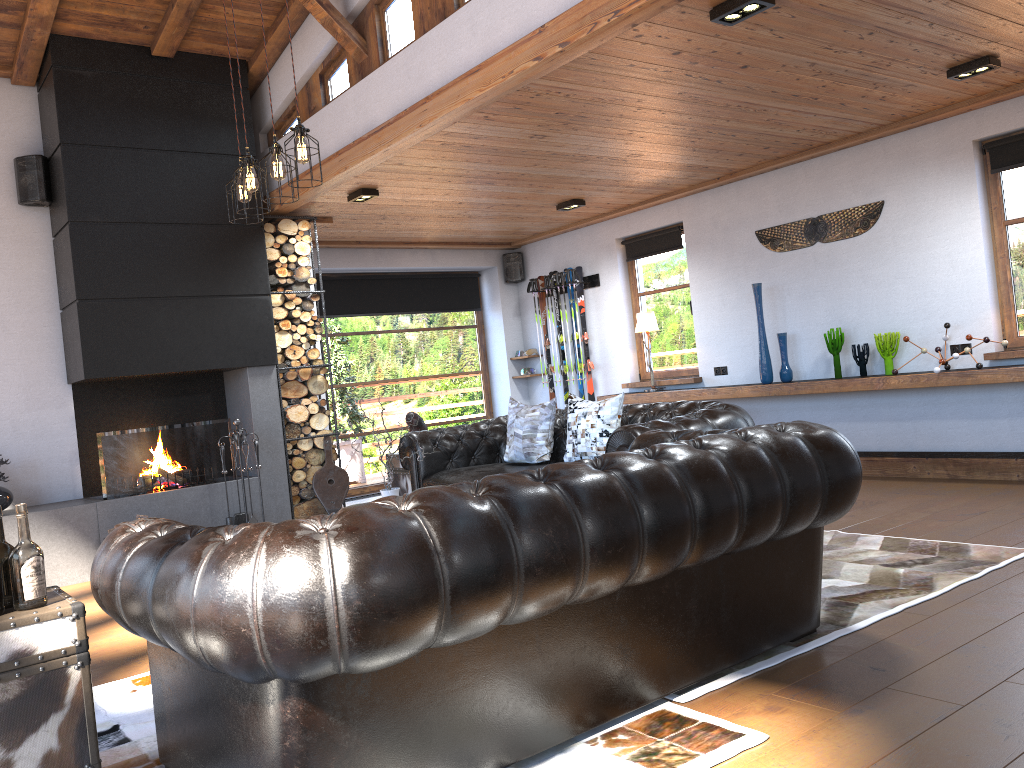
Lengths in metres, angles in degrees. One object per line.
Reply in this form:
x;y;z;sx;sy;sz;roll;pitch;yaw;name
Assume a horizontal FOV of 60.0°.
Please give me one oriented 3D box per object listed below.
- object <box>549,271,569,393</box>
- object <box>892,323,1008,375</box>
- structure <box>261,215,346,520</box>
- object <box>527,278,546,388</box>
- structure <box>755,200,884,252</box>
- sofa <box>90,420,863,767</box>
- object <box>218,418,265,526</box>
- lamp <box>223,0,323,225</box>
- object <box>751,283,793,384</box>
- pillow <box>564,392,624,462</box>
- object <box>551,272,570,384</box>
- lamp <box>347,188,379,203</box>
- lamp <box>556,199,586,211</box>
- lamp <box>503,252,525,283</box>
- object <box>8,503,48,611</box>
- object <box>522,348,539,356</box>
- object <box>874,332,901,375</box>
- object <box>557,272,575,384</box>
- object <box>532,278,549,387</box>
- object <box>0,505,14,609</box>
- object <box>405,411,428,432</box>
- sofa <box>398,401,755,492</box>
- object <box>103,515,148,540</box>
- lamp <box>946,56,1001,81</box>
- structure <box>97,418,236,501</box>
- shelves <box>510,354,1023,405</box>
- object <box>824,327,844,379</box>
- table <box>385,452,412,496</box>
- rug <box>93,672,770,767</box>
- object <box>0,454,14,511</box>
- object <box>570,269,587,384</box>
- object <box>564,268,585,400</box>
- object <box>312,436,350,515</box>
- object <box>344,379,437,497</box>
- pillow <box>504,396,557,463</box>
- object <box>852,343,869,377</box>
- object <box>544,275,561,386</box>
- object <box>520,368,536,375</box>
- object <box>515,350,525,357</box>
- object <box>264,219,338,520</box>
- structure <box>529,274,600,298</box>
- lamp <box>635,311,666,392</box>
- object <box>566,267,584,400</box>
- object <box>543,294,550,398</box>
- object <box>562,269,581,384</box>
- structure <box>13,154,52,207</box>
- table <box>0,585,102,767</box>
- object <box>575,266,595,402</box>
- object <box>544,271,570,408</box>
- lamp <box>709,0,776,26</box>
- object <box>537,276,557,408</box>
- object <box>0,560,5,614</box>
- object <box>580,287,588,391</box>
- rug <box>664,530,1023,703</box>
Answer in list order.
0.536;-0.466;10.023;0.113;1.622;0.072;-6;0;-37;object
3.144;-0.269;6.414;0.524;0.349;0.643;-6;0;-10;object
-1.844;-0.067;7.477;0.508;2.617;0.505;-6;0;-37;structure
0.277;-0.578;10.058;0.058;1.249;0.122;-6;0;35;object
2.508;-1.274;7.367;0.100;0.240;1.233;-6;0;-37;structure
0.108;0.646;2.987;2.597;0.838;1.224;-6;0;-38;sofa
-2.016;0.763;6.652;0.306;1.017;0.309;-6;0;9;object
-1.411;-2.023;4.728;0.792;2.202;0.265;-6;0;44;lamp
2.213;-0.437;7.552;0.273;0.862;0.112;-6;0;8;object
0.524;0.272;5.732;0.286;0.469;0.522;-6;0;-34;pillow
0.529;-0.603;9.732;0.120;1.249;0.059;-6;0;10;object
-1.184;-1.501;7.039;0.157;0.068;0.258;-6;0;-37;lamp
0.554;-1.694;8.367;0.157;0.068;0.258;-6;0;-37;lamp
0.021;-1.384;10.572;0.216;0.349;0.211;-6;0;-37;lamp
-1.345;0.474;2.450;0.086;0.286;0.088;-6;0;30;object
0.224;-0.374;10.445;0.192;0.084;0.158;-6;0;-38;object
2.912;-0.237;6.863;0.181;0.332;0.200;-6;0;13;object
0.589;-0.609;9.761;0.119;1.249;0.060;-6;0;35;object
0.314;-0.582;10.132;0.119;1.249;0.060;-6;0;35;object
-1.435;0.483;2.488;0.087;0.286;0.088;-6;0;31;object
-0.737;0.368;6.928;0.149;0.319;0.248;-6;0;4;object
0.401;0.597;5.856;1.255;0.838;2.534;-6;0;-37;sofa
-2.610;1.129;6.063;0.386;0.431;0.382;-6;0;-11;object
2.787;-1.912;5.356;0.157;0.068;0.258;-6;0;-37;lamp
-2.569;0.567;6.716;0.994;0.514;0.181;-6;0;-37;structure
2.058;-0.017;8.007;0.620;0.988;6.562;-6;0;-36;shelves
2.613;-0.247;7.153;0.157;0.410;0.147;-6;0;22;object
-0.694;0.822;6.950;0.410;0.609;0.412;-6;0;-37;table
-1.482;1.214;2.364;3.855;0.053;2.402;-6;0;-36;rug
-3.617;0.677;6.060;0.343;0.455;0.332;-6;0;-11;object
0.748;-0.625;9.567;0.120;1.249;0.059;-6;0;15;object
0.692;-0.481;9.865;0.113;1.622;0.072;-6;0;-37;object
-1.490;0.820;7.283;0.260;0.795;0.271;-6;0;36;object
-0.619;0.370;4.361;0.410;0.808;0.613;-6;0;-26;object
0.124;0.311;6.271;0.286;0.469;0.522;-6;0;-34;pillow
2.774;-0.189;7.030;0.128;0.260;0.124;-6;0;23;object
0.452;-0.596;9.946;0.119;1.249;0.060;-6;0;35;object
0.189;-0.151;10.520;0.188;0.084;0.351;-6;0;-1;object
0.119;-0.364;10.586;0.162;0.084;0.187;-6;0;-38;object
-1.854;-0.060;7.480;0.500;2.612;0.461;-6;0;-37;object
0.526;-1.081;9.885;0.323;0.135;1.038;-6;0;-37;structure
1.567;0.007;8.942;0.640;1.481;0.243;-6;0;-34;lamp
0.727;-0.485;9.799;0.113;1.622;0.072;-6;0;-37;object
0.380;-0.419;10.195;0.116;1.606;0.094;-6;0;-37;object
0.643;-0.614;9.556;0.120;1.249;0.059;-6;0;20;object
-3.536;-1.500;6.547;0.216;0.349;0.211;-6;0;-37;structure
-1.412;0.927;2.462;0.410;0.609;0.412;-6;0;-37;table
0.820;-0.477;9.581;0.116;1.606;0.094;-6;0;-37;object
0.509;-0.462;9.921;0.257;1.622;0.102;-6;0;-41;object
1.044;-1.719;4.030;0.157;0.068;0.258;-6;0;-37;lamp
0.427;-0.438;10.112;0.116;1.606;0.094;-6;0;-37;object
-1.430;0.483;2.390;0.087;0.286;0.088;-6;0;3;object
0.774;-0.458;9.665;0.116;1.606;0.094;-6;0;-37;object
0.381;0.998;5.147;2.461;0.053;3.995;-6;0;-36;rug
